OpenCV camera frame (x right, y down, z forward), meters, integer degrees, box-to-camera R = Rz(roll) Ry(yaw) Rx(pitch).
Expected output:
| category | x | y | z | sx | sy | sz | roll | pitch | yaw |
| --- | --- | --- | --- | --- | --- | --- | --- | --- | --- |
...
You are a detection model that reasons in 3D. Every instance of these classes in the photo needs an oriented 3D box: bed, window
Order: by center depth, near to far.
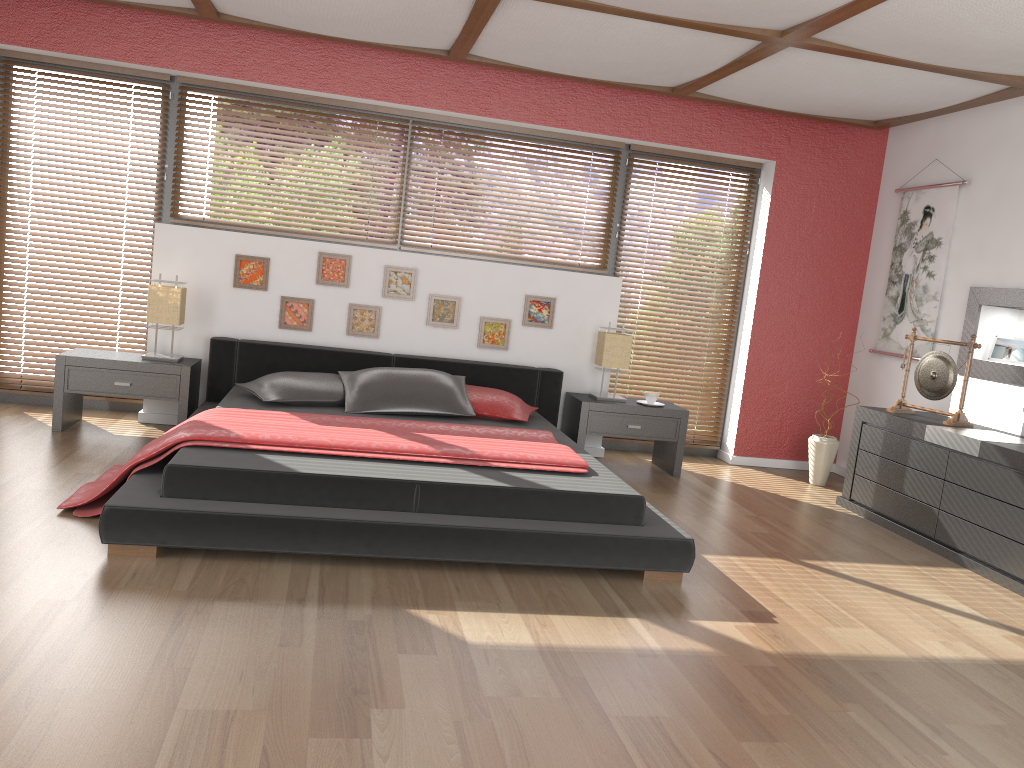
| category | x | y | z | sx | sy | sz | roll | pitch | yaw |
| --- | --- | --- | --- | --- | --- | --- | --- | --- | --- |
| bed | -0.689 | 0.236 | 4.382 | 2.469 | 0.577 | 2.413 | 5 | 7 | -11 |
| window | -2.667 | -0.950 | 5.481 | 0.889 | 1.893 | 0.020 | 5 | 7 | -11 |
| window | -0.700 | -1.312 | 5.806 | 2.817 | 0.786 | 0.020 | 5 | 7 | -11 |
| window | 1.140 | -0.603 | 6.257 | 0.889 | 1.893 | 0.020 | 5 | 7 | -11 |

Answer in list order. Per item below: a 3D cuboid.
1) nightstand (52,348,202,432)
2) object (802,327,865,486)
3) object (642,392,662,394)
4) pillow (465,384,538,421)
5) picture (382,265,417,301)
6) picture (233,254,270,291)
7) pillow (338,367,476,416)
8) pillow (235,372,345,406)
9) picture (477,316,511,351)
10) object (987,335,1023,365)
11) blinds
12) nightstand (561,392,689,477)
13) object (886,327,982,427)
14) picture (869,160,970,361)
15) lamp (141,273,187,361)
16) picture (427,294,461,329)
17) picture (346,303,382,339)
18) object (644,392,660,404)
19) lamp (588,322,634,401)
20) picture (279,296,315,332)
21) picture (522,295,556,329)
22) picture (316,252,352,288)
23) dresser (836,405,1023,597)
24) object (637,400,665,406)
| category | x | y | z | sx | sy | sz | roll | pitch | yaw |
| --- | --- | --- | --- | --- | --- | --- | --- | --- | --- |
| nightstand | -2.196 | 0.055 | 5.097 | 0.700 | 0.423 | 0.413 | 5 | 7 | -11 |
| object | 2.021 | 0.148 | 5.791 | 0.422 | 1.035 | 0.364 | 2 | 8 | -36 |
| object | 0.888 | 0.057 | 5.612 | 0.192 | 0.007 | 0.007 | 1 | 9 | -42 |
| pillow | -0.232 | 0.102 | 5.189 | 0.745 | 0.172 | 0.418 | 7 | 7 | 7 |
| picture | -0.701 | -0.630 | 5.538 | 0.200 | 0.200 | 0.010 | 5 | 7 | -11 |
| picture | -1.576 | -0.674 | 5.365 | 0.200 | 0.200 | 0.010 | 5 | 7 | -11 |
| pillow | -0.590 | 0.035 | 4.968 | 0.744 | 0.241 | 0.386 | 5 | 7 | -16 |
| pillow | -1.112 | 0.029 | 4.956 | 0.745 | 0.172 | 0.418 | 2 | 8 | -36 |
| picture | -0.113 | -0.324 | 5.693 | 0.200 | 0.200 | 0.010 | 5 | 7 | -11 |
| object | 2.803 | -0.192 | 4.983 | 0.041 | 0.146 | 0.226 | 2 | 8 | -32 |
| blinds | -0.756 | -0.732 | 5.807 | 4.840 | 1.952 | 0.032 | 5 | 7 | -11 |
| nightstand | 0.709 | 0.319 | 5.689 | 0.700 | 0.423 | 0.413 | 5 | 7 | -11 |
| object | 2.350 | -0.051 | 4.918 | 0.173 | 0.498 | 0.490 | 3 | 8 | -26 |
| picture | 2.591 | -0.793 | 5.660 | 0.028 | 1.270 | 0.701 | 5 | 7 | -11 |
| lamp | -1.995 | -0.392 | 5.114 | 0.200 | 0.480 | 0.200 | 5 | 7 | -11 |
| picture | -0.431 | -0.460 | 5.613 | 0.200 | 0.200 | 0.010 | 5 | 7 | -11 |
| picture | -0.922 | -0.393 | 5.529 | 0.200 | 0.200 | 0.010 | 5 | 7 | -11 |
| object | 0.884 | 0.093 | 5.633 | 0.099 | 0.069 | 0.099 | 8 | 7 | 13 |
| lamp | 0.638 | -0.152 | 5.650 | 0.200 | 0.480 | 0.200 | 5 | 7 | -11 |
| picture | -1.323 | -0.431 | 5.447 | 0.200 | 0.200 | 0.010 | 5 | 7 | -11 |
| picture | 0.175 | -0.466 | 5.728 | 0.200 | 0.200 | 0.010 | 5 | 7 | -11 |
| picture | -1.095 | -0.701 | 5.452 | 0.200 | 0.200 | 0.010 | 5 | 7 | -11 |
| dresser | 2.403 | 0.562 | 4.501 | 0.540 | 0.608 | 1.740 | 5 | 7 | -11 |
| object | 0.880 | 0.125 | 5.637 | 0.179 | 0.012 | 0.179 | 8 | 7 | 13 |
